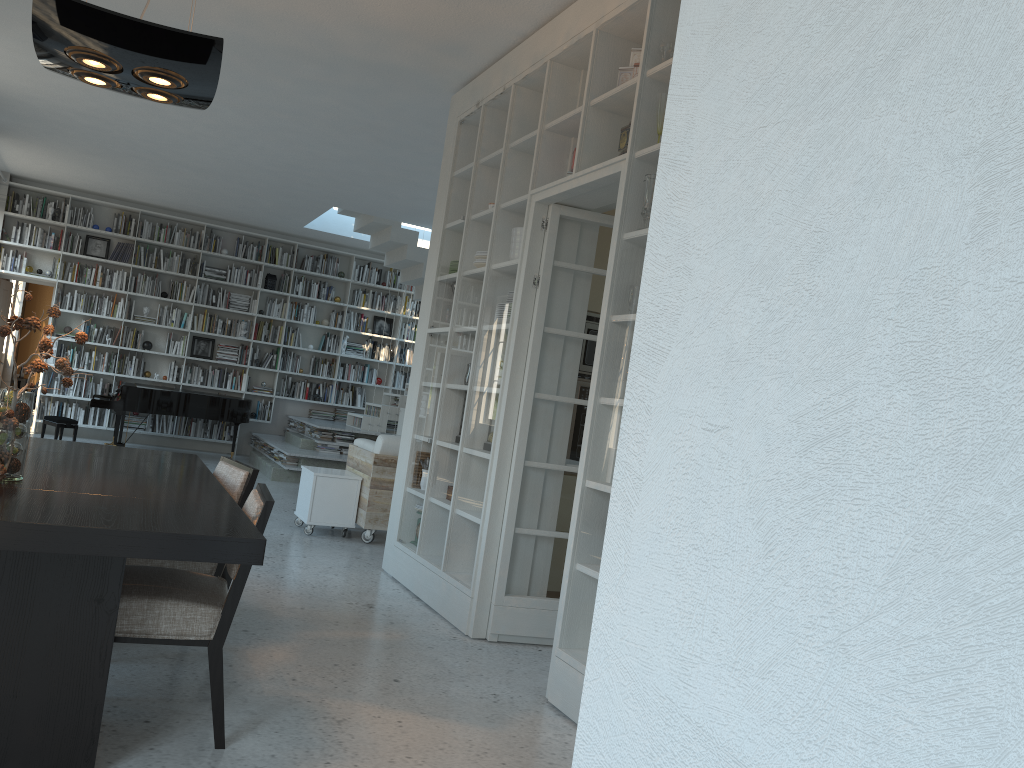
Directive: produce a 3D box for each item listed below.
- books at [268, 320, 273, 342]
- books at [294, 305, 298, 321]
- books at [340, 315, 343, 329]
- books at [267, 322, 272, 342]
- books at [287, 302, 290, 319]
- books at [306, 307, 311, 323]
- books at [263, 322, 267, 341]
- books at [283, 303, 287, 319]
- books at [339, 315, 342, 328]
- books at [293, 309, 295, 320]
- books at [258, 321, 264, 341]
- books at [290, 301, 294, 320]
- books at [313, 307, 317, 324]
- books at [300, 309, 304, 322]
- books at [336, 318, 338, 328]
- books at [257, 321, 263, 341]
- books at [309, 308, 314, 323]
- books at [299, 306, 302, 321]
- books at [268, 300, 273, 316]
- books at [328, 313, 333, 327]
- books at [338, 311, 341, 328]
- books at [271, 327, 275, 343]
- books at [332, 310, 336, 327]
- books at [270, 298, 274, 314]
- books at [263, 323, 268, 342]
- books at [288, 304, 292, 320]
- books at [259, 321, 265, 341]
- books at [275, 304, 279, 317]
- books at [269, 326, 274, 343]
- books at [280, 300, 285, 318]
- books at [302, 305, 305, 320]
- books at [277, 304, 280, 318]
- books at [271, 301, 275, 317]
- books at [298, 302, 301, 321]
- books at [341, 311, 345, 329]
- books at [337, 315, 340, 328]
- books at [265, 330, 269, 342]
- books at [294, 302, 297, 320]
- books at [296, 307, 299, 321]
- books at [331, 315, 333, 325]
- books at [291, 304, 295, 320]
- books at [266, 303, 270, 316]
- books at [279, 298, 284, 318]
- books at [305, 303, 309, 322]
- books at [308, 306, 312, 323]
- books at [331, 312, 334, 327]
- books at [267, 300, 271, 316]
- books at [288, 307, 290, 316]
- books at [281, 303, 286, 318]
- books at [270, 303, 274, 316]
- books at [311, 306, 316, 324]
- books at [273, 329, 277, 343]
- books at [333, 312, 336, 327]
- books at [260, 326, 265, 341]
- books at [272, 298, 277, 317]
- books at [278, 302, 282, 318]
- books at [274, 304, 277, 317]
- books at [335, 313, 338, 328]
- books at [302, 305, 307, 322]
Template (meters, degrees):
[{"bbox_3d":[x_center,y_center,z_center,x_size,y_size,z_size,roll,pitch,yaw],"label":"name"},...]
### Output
[{"bbox_3d":[-3.487,-0.758,12.751,0.022,0.337,0.169,9,-1,-24],"label":"books"},{"bbox_3d":[-3.150,-1.026,12.893,0.013,0.236,0.157,9,-1,-24],"label":"books"},{"bbox_3d":[-2.543,-0.914,13.161,0.012,0.206,0.169,9,-1,-24],"label":"books"},{"bbox_3d":[-3.494,-0.738,12.728,0.019,0.293,0.182,9,-1,-24],"label":"books"},{"bbox_3d":[-3.259,-1.052,12.831,0.028,0.251,0.190,9,-1,-24],"label":"books"},{"bbox_3d":[-2.989,-1.005,12.956,0.025,0.244,0.183,9,-1,-24],"label":"books"},{"bbox_3d":[-3.557,-0.748,12.714,0.019,0.294,0.163,9,-1,-24],"label":"books"},{"bbox_3d":[-3.302,-1.051,12.820,0.026,0.238,0.173,9,-1,-24],"label":"books"},{"bbox_3d":[-2.564,-0.917,13.147,0.013,0.204,0.173,9,-1,-24],"label":"books"},{"bbox_3d":[-3.184,-1.002,12.883,0.021,0.179,0.136,9,-1,-24],"label":"books"},{"bbox_3d":[-3.601,-0.754,12.692,0.035,0.293,0.145,9,-1,-24],"label":"books"},{"bbox_3d":[-3.207,-1.056,12.875,0.014,0.278,0.153,9,-1,-24],"label":"books"},{"bbox_3d":[-2.897,-0.994,13.016,0.034,0.254,0.161,9,-1,-24],"label":"books"},{"bbox_3d":[-3.079,-0.994,12.924,0.025,0.194,0.171,9,-1,-24],"label":"books"},{"bbox_3d":[-2.610,-0.924,13.151,0.012,0.206,0.137,9,-1,-24],"label":"books"},{"bbox_3d":[-3.619,-0.757,12.700,0.035,0.293,0.145,9,-1,-24],"label":"books"},{"bbox_3d":[-2.950,-0.992,12.980,0.021,0.232,0.183,9,-1,-24],"label":"books"},{"bbox_3d":[-3.094,-1.018,12.907,0.022,0.237,0.164,9,-1,-24],"label":"books"},{"bbox_3d":[-3.485,-1.086,12.743,0.028,0.250,0.164,9,-1,-24],"label":"books"},{"bbox_3d":[-2.689,-0.944,13.114,0.015,0.220,0.140,9,-1,-24],"label":"books"},{"bbox_3d":[-2.573,-0.945,13.143,0.016,0.257,0.175,9,-1,-24],"label":"books"},{"bbox_3d":[-3.447,-0.704,12.748,0.027,0.242,0.188,9,-1,-24],"label":"books"},{"bbox_3d":[-2.650,-0.962,13.112,0.015,0.267,0.164,9,-1,-24],"label":"books"},{"bbox_3d":[-3.470,-1.097,12.750,0.019,0.275,0.146,9,-1,-24],"label":"books"},{"bbox_3d":[-3.550,-0.738,12.743,0.035,0.278,0.139,9,-1,-24],"label":"books"},{"bbox_3d":[-3.231,-1.042,12.870,0.030,0.242,0.138,9,-1,-24],"label":"books"},{"bbox_3d":[-3.596,-0.753,12.710,0.035,0.293,0.145,9,-1,-24],"label":"books"},{"bbox_3d":[-3.400,-1.046,12.769,0.027,0.196,0.185,9,-1,-24],"label":"books"},{"bbox_3d":[-3.478,-0.714,12.761,0.033,0.253,0.174,9,-1,-24],"label":"books"},{"bbox_3d":[-3.331,-1.075,12.806,0.025,0.277,0.173,9,-1,-24],"label":"books"},{"bbox_3d":[-3.061,-1.022,12.937,0.011,0.257,0.131,9,-1,-24],"label":"books"},{"bbox_3d":[-3.380,-1.050,12.778,0.029,0.211,0.157,9,-1,-24],"label":"books"},{"bbox_3d":[-3.447,-1.073,12.755,0.023,0.236,0.178,9,-1,-24],"label":"books"},{"bbox_3d":[-3.105,-1.042,12.894,0.014,0.280,0.177,9,-1,-24],"label":"books"},{"bbox_3d":[-2.527,-0.948,13.159,0.005,0.278,0.182,9,-1,-24],"label":"books"},{"bbox_3d":[-2.594,-0.920,13.146,0.013,0.202,0.173,9,-1,-24],"label":"books"},{"bbox_3d":[-3.536,-0.686,12.755,0.030,0.181,0.131,9,-1,-24],"label":"books"},{"bbox_3d":[-3.167,-1.052,12.906,0.014,0.284,0.135,9,-1,-24],"label":"books"},{"bbox_3d":[-3.135,-1.013,12.903,0.026,0.216,0.161,9,-1,-24],"label":"books"},{"bbox_3d":[-2.679,-0.935,13.115,0.005,0.205,0.153,9,-1,-24],"label":"books"},{"bbox_3d":[-3.190,-1.039,12.866,0.014,0.247,0.176,9,-1,-24],"label":"books"},{"bbox_3d":[-3.516,-1.059,12.713,0.028,0.185,0.181,9,-1,-24],"label":"books"},{"bbox_3d":[-3.345,-1.086,12.802,0.028,0.293,0.154,9,-1,-24],"label":"books"},{"bbox_3d":[-3.014,-1.034,12.959,0.027,0.295,0.159,9,-1,-24],"label":"books"},{"bbox_3d":[-2.974,-1.011,12.984,0.024,0.262,0.133,9,-1,-24],"label":"books"},{"bbox_3d":[-2.669,-0.947,13.117,0.012,0.232,0.154,9,-1,-24],"label":"books"},{"bbox_3d":[-3.503,-1.085,12.741,0.024,0.242,0.159,9,-1,-24],"label":"books"},{"bbox_3d":[-3.254,-1.029,12.864,0.013,0.210,0.140,9,-1,-24],"label":"books"},{"bbox_3d":[-3.313,-1.049,12.798,0.028,0.229,0.176,9,-1,-24],"label":"books"},{"bbox_3d":[-3.465,-1.061,12.753,0.023,0.207,0.171,9,-1,-24],"label":"books"},{"bbox_3d":[-2.921,-1.008,12.980,0.024,0.272,0.169,9,-1,-24],"label":"books"},{"bbox_3d":[-3.432,-0.682,12.765,0.034,0.204,0.181,9,-1,-24],"label":"books"},{"bbox_3d":[-2.642,-0.949,13.128,0.016,0.243,0.151,9,-1,-24],"label":"books"},{"bbox_3d":[-3.579,-0.720,12.710,0.015,0.231,0.180,9,-1,-24],"label":"books"},{"bbox_3d":[-3.420,-1.089,12.742,0.028,0.275,0.186,9,-1,-24],"label":"books"},{"bbox_3d":[-3.364,-1.059,12.792,0.024,0.234,0.149,9,-1,-24],"label":"books"},{"bbox_3d":[-3.416,-1.047,12.759,0.024,0.195,0.172,9,-1,-24],"label":"books"},{"bbox_3d":[-2.619,-0.937,13.141,0.016,0.228,0.160,9,-1,-24],"label":"books"},{"bbox_3d":[-3.032,-1.022,12.924,0.030,0.263,0.182,9,-1,-24],"label":"books"}]
